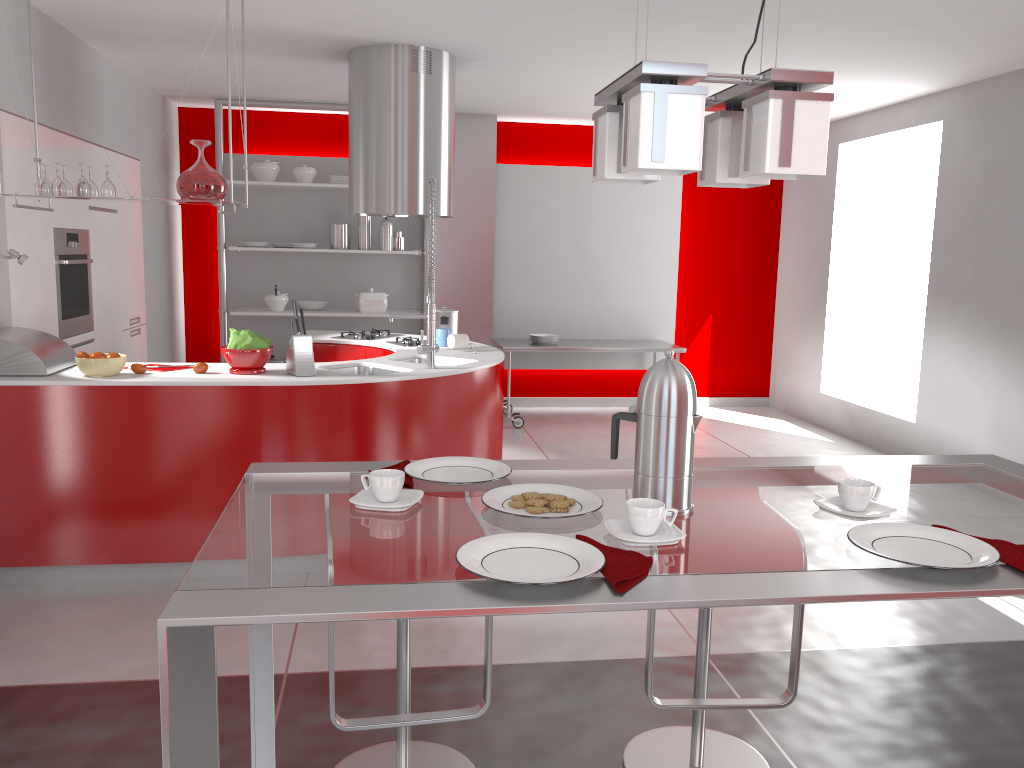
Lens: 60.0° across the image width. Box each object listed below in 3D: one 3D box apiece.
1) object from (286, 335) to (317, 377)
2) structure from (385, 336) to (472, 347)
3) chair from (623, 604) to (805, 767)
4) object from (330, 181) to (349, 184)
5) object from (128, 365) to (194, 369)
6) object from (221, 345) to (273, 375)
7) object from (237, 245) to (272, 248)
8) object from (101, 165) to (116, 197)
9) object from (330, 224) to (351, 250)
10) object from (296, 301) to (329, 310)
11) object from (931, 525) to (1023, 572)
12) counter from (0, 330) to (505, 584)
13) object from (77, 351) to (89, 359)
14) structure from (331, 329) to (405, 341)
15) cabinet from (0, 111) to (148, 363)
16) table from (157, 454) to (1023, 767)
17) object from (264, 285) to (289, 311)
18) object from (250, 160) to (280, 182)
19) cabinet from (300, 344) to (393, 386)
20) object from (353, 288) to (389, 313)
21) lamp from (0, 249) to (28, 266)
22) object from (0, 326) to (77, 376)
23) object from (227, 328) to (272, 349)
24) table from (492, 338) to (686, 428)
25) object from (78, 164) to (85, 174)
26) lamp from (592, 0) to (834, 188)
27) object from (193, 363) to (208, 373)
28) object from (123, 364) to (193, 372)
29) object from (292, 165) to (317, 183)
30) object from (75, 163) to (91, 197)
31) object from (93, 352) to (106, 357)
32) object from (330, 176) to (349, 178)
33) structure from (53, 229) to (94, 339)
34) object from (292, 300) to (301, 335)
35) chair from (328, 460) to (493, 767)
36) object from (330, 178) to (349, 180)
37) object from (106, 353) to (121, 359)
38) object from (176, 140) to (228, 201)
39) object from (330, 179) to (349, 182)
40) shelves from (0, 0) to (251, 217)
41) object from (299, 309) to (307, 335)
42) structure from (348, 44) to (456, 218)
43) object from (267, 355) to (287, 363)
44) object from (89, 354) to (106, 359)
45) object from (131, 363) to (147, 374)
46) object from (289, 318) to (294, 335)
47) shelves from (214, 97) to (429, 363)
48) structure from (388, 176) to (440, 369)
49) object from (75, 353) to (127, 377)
[{"bbox_3d":[-0.943,-0.132,3.964,0.091,0.178,0.137,-5,10,-35],"label":"object"},{"bbox_3d":[-0.508,-0.266,5.425,0.457,0.037,0.303,-4,10,-33],"label":"structure"},{"bbox_3d":[0.536,0.671,2.494,0.418,0.857,0.460,1,9,-4],"label":"chair"},{"bbox_3d":[-1.383,-1.627,7.234,0.200,0.030,0.200,0,9,-8],"label":"object"},{"bbox_3d":[-1.574,-0.083,4.095,0.375,0.008,0.041,-4,10,-31],"label":"object"},{"bbox_3d":[-1.192,-0.110,3.997,0.229,0.118,0.228,-5,11,-37],"label":"object"},{"bbox_3d":[-2.057,-1.101,7.112,0.280,0.015,0.280,6,10,28],"label":"object"},{"bbox_3d":[-1.724,-0.860,3.784,0.060,0.141,0.060,0,9,-8],"label":"object"},{"bbox_3d":[-1.408,-1.204,7.248,0.184,0.205,0.172,1,9,-3],"label":"object"},{"bbox_3d":[-1.669,-0.655,7.435,0.272,0.072,0.272,-7,12,-44],"label":"object"},{"bbox_3d":[0.772,0.257,1.394,0.095,0.012,0.234,0,9,-10],"label":"object"},{"bbox_3d":[-1.112,0.295,4.675,1.868,0.880,2.865,5,9,25],"label":"counter"},{"bbox_3d":[-1.831,-0.112,3.797,0.055,0.058,0.066,-2,9,-23],"label":"object"},{"bbox_3d":[-0.928,-0.325,5.750,0.303,0.037,0.457,5,9,21],"label":"structure"},{"bbox_3d":[-2.814,-0.416,5.285,0.614,2.026,2.398,0,9,-8],"label":"cabinet"},{"bbox_3d":[0.344,0.719,1.657,1.700,1.000,0.800,0,9,-8],"label":"table"},{"bbox_3d":[-1.923,-0.704,7.239,0.192,0.214,0.192,-2,9,-22],"label":"object"},{"bbox_3d":[-1.978,-1.704,7.110,0.231,0.191,0.231,7,10,32],"label":"object"},{"bbox_3d":[-1.384,0.257,4.672,1.025,0.761,1.875,8,11,36],"label":"cabinet"},{"bbox_3d":[-1.177,-0.701,7.408,0.282,0.197,0.235,-1,9,-18],"label":"object"},{"bbox_3d":[-2.210,-0.542,3.815,0.155,0.081,0.454,0,9,-8],"label":"lamp"},{"bbox_3d":[-2.138,-0.150,3.902,0.300,0.170,0.400,0,9,-8],"label":"object"},{"bbox_3d":[-1.181,-0.163,3.991,0.198,0.182,0.193,1,8,-3],"label":"object"},{"bbox_3d":[0.663,-0.015,7.698,1.627,0.682,0.749,0,9,-7],"label":"table"},{"bbox_3d":[-1.822,-0.860,3.768,0.060,0.141,0.060,0,9,-8],"label":"object"},{"bbox_3d":[0.326,-0.851,1.416,0.304,1.025,0.304,0,9,-8],"label":"lamp"},{"bbox_3d":[-1.387,-0.072,3.949,0.064,0.048,0.063,-4,10,-30],"label":"object"},{"bbox_3d":[-1.625,-0.074,4.071,0.266,0.006,0.168,4,9,18],"label":"object"},{"bbox_3d":[-1.675,-1.686,7.159,0.192,0.153,0.192,2,9,5],"label":"object"},{"bbox_3d":[-1.786,-0.848,3.691,0.060,0.141,0.060,-4,10,-31],"label":"object"},{"bbox_3d":[-1.793,-0.114,3.846,0.066,0.049,0.062,0,9,-12],"label":"object"},{"bbox_3d":[-1.382,-1.673,7.227,0.200,0.030,0.200,0,9,-8],"label":"object"},{"bbox_3d":[-2.453,-0.572,5.008,0.050,0.589,0.599,0,9,-8],"label":"structure"},{"bbox_3d":[-0.956,-0.211,3.975,0.014,0.322,0.150,-5,11,-37],"label":"object"},{"bbox_3d":[-0.292,0.669,2.376,0.418,0.857,0.460,-1,9,-13],"label":"chair"},{"bbox_3d":[-1.382,-1.657,7.229,0.200,0.030,0.200,0,9,-8],"label":"object"},{"bbox_3d":[-1.727,-0.111,3.836,0.066,0.049,0.062,1,8,-1],"label":"object"},{"bbox_3d":[-1.362,-0.930,3.891,0.213,0.266,0.213,4,9,19],"label":"object"},{"bbox_3d":[-1.383,-1.643,7.231,0.200,0.030,0.200,0,9,-8],"label":"object"},{"bbox_3d":[-1.637,-1.252,3.781,0.934,1.023,0.462,0,9,-8],"label":"shelves"},{"bbox_3d":[-0.929,-0.196,3.986,0.012,0.279,0.130,-5,11,-37],"label":"object"},{"bbox_3d":[-0.674,-1.511,5.436,0.644,0.958,0.644,-6,11,-42],"label":"structure"},{"bbox_3d":[-2.016,-0.169,7.381,0.308,0.130,0.407,1,8,-1],"label":"object"},{"bbox_3d":[-1.770,-0.105,3.789,0.065,0.052,0.062,-2,9,-24],"label":"object"},{"bbox_3d":[-1.637,-0.067,3.891,0.065,0.047,0.063,0,9,-9],"label":"object"},{"bbox_3d":[-0.973,-0.195,3.955,0.009,0.197,0.091,-5,11,-37],"label":"object"},{"bbox_3d":[-1.530,-0.979,7.321,1.735,2.599,0.535,0,9,-8],"label":"shelves"},{"bbox_3d":[-0.431,-0.538,4.267,0.178,0.920,0.308,7,10,34],"label":"structure"},{"bbox_3d":[-1.764,-0.077,3.811,0.201,0.086,0.201,0,9,-7],"label":"object"}]
